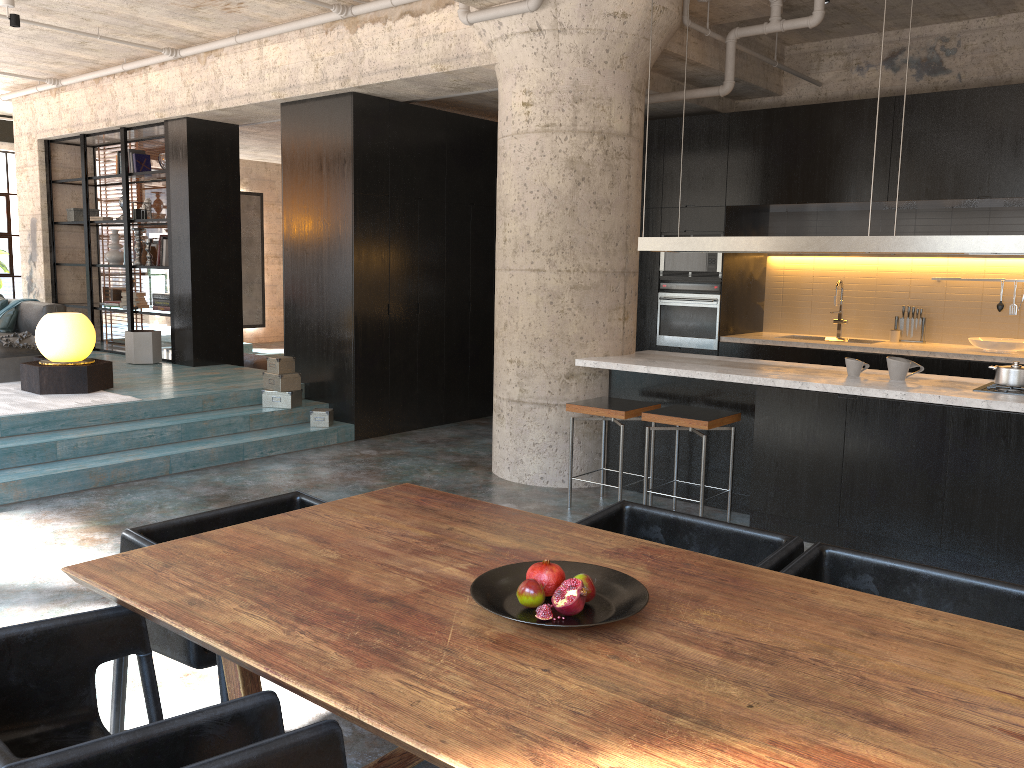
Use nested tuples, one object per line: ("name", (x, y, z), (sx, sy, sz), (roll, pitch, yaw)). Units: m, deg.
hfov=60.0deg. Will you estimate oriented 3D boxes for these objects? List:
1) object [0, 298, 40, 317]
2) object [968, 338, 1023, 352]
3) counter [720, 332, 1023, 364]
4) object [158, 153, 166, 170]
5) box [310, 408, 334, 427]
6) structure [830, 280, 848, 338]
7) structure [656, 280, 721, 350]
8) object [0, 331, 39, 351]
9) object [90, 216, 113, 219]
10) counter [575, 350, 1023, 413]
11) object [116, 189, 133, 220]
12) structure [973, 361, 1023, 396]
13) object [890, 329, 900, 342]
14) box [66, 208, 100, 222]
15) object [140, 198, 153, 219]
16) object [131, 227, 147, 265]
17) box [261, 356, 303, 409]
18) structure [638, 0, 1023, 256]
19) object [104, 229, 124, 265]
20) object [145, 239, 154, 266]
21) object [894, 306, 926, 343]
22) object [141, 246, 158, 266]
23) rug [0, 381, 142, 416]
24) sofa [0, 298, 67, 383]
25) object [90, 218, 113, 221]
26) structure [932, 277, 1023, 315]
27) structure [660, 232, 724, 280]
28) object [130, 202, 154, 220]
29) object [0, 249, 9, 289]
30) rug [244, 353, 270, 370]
("object", (-5.121, -0.631, 8.829), (0.985, 0.438, 0.444), (-2, 8, -24))
("object", (4.113, -0.324, 7.467), (0.490, 0.093, 0.490), (7, 9, 36))
("counter", (3.990, -0.212, 7.492), (4.360, 0.142, 1.000), (7, 10, 39))
("object", (-3.731, -2.456, 9.934), (0.434, 0.217, 0.430), (8, 10, 42))
("box", (-1.675, 0.296, 7.816), (0.172, 0.140, 0.187), (1, 8, 1))
("structure", (3.096, -0.710, 8.430), (0.125, 0.559, 0.269), (7, 10, 39))
("structure", (1.873, -0.700, 8.822), (0.664, 0.651, 0.649), (7, 10, 39))
("object", (-4.580, -0.387, 8.103), (0.429, 0.185, 0.433), (6, 9, 35))
("object", (-4.999, -2.019, 10.774), (0.227, 0.024, 0.166), (4, 8, 18))
("counter", (2.111, -0.023, 5.446), (3.500, 0.046, 1.000), (7, 10, 39))
("object", (-4.695, -2.159, 10.746), (0.178, 0.394, 0.180), (6, 9, 33))
("structure", (3.021, -0.037, 4.811), (0.833, 0.187, 0.506), (7, 10, 39))
("object", (3.528, -0.444, 8.177), (0.092, 0.117, 0.092), (0, 8, -12))
("box", (-5.312, -2.087, 10.985), (0.306, 0.157, 0.312), (-5, 10, -41))
("object", (-4.355, -2.067, 10.522), (0.131, 0.280, 0.252), (-6, 10, -43))
("object", (-4.465, -1.647, 10.621), (0.191, 0.447, 0.192), (1, 8, -3))
("box", (-2.036, -0.020, 7.854), (0.331, 0.441, 0.280), (5, 9, 28))
("structure", (2.251, -1.806, 5.104), (3.117, 2.100, 0.538), (7, 10, 39))
("object", (-4.935, -1.707, 11.044), (0.265, 0.432, 0.265), (0, 8, -7))
("object", (-4.127, -1.498, 10.093), (0.099, 0.301, 0.099), (6, 9, 33))
("object", (3.671, -0.552, 8.179), (0.291, 0.336, 0.060), (6, 9, 33))
("object", (-4.301, -1.521, 10.531), (0.189, 0.230, 0.190), (0, 8, -6))
("rug", (-6.902, -0.132, 8.409), (7.768, 0.032, 2.954), (7, 10, 39))
("sofa", (-5.055, -0.489, 8.805), (2.063, 0.680, 1.019), (7, 10, 39))
("object", (-5.009, -1.990, 10.775), (0.243, 0.034, 0.179), (3, 8, 17))
("structure", (4.289, -0.764, 7.765), (1.171, 0.315, 0.074), (7, 10, 39))
("structure", (1.913, -1.264, 8.783), (0.659, 0.450, 0.612), (7, 10, 39))
("object", (-4.202, -1.967, 10.092), (0.200, 0.200, 0.409), (-5, 10, -41))
("object", (-7.750, -1.498, 12.750), (0.921, 1.543, 0.817), (2, 8, 8))
("rug", (-3.713, -0.237, 11.725), (1.759, 0.377, 0.541), (7, 10, 39))
